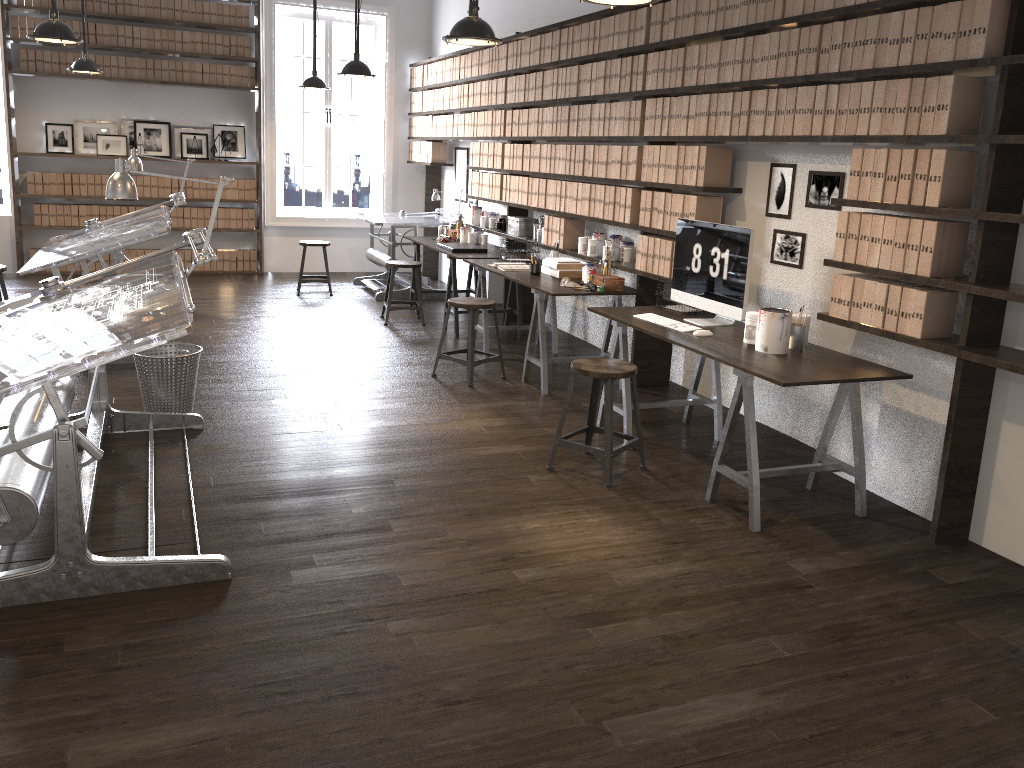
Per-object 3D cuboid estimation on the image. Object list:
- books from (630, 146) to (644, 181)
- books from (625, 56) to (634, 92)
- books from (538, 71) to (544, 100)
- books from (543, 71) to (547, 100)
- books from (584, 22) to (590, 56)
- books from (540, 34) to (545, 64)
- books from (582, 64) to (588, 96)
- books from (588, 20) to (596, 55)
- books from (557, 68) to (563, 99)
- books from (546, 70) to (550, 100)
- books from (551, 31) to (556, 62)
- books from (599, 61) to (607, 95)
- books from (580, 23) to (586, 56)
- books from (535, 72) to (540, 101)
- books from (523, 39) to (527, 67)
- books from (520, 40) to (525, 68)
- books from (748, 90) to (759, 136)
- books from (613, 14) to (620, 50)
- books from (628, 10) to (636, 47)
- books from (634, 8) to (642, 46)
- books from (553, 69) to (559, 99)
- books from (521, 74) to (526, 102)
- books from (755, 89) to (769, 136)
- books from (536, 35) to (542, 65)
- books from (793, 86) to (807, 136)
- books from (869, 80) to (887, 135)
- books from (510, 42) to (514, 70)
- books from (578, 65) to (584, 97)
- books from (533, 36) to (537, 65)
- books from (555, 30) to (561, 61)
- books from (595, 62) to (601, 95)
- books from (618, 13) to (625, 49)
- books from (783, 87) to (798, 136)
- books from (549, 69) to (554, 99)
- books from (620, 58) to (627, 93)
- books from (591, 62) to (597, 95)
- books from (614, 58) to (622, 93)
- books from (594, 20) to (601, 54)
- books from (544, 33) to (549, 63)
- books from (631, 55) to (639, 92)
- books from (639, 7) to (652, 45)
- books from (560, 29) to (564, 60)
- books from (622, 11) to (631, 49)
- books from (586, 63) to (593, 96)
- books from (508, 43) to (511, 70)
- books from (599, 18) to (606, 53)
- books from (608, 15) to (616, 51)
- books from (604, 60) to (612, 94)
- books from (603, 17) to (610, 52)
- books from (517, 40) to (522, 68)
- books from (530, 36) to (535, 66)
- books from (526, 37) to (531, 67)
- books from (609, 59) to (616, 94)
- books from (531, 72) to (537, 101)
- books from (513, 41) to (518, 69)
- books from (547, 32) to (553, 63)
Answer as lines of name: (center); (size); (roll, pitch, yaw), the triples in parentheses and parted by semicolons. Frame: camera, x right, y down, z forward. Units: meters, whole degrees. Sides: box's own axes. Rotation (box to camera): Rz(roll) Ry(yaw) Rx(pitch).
books: (0.850, -1.393, 5.623); (0.174, 0.223, 0.067); (-2, 13, -22)
books: (0.818, -1.967, 5.656); (0.174, 0.223, 0.067); (-2, 13, -22)
books: (0.302, -2.318, 6.917); (0.174, 0.223, 0.067); (-2, 13, -22)
books: (0.334, -2.299, 6.852); (0.174, 0.223, 0.067); (-2, 13, -22)
books: (0.598, -2.393, 6.168); (0.174, 0.223, 0.067); (-2, 13, -22)
books: (0.315, -2.590, 6.875); (0.174, 0.223, 0.067); (-2, 13, -22)
books: (0.589, -2.126, 6.227); (0.174, 0.223, 0.067); (-2, 13, -22)
books: (0.624, -2.375, 6.102); (0.174, 0.223, 0.067); (-2, 13, -22)
books: (0.433, -2.230, 6.603); (0.174, 0.223, 0.067); (-2, 13, -22)
books: (0.357, -2.283, 6.791); (0.174, 0.223, 0.067); (-2, 13, -22)
books: (0.394, -2.536, 6.682); (0.174, 0.223, 0.067); (-2, 13, -22)
books: (0.685, -2.057, 5.978); (0.174, 0.223, 0.067); (-2, 13, -22)
books: (0.578, -2.410, 6.227); (0.174, 0.223, 0.067); (-2, 13, -22)
books: (0.279, -2.337, 6.987); (0.174, 0.223, 0.067); (-2, 13, -22)
books: (0.188, -2.675, 7.182); (0.174, 0.223, 0.067); (-2, 13, -22)
books: (0.164, -2.693, 7.246); (0.174, 0.223, 0.067); (-2, 13, -22)
books: (1.303, -1.372, 4.508); (0.174, 0.223, 0.067); (-2, 13, -22)
books: (0.759, -2.286, 5.782); (0.174, 0.223, 0.067); (-2, 13, -22)
books: (0.835, -2.236, 5.605); (0.174, 0.223, 0.067); (-2, 13, -22)
books: (0.861, -2.219, 5.540); (0.174, 0.223, 0.067); (-2, 13, -22)
books: (0.403, -2.248, 6.667); (0.174, 0.223, 0.067); (-2, 13, -22)
books: (0.169, -2.407, 7.238); (0.174, 0.223, 0.067); (-2, 13, -22)
books: (1.322, -1.355, 4.446); (0.174, 0.223, 0.067); (-2, 13, -22)
books: (0.285, -2.606, 6.933); (0.174, 0.223, 0.067); (-2, 13, -22)
books: (1.432, -1.284, 4.188); (0.174, 0.223, 0.067); (-2, 13, -22)
books: (1.613, -1.160, 3.744); (0.174, 0.223, 0.067); (-2, 13, -22)
books: (0.078, -2.746, 7.438); (0.174, 0.223, 0.067); (-2, 13, -22)
books: (0.565, -2.143, 6.290); (0.174, 0.223, 0.067); (-2, 13, -22)
books: (0.264, -2.623, 6.996); (0.174, 0.223, 0.067); (-2, 13, -22)
books: (0.417, -2.517, 6.612); (0.174, 0.223, 0.067); (-2, 13, -22)
books: (0.665, -2.074, 6.040); (0.174, 0.223, 0.067); (-2, 13, -22)
books: (0.784, -2.270, 5.726); (0.174, 0.223, 0.067); (-2, 13, -22)
books: (1.405, -1.302, 4.256); (0.174, 0.223, 0.067); (-2, 13, -22)
books: (0.376, -2.267, 6.733); (0.174, 0.223, 0.067); (-2, 13, -22)
books: (0.795, -1.986, 5.726); (0.174, 0.223, 0.067); (-2, 13, -22)
books: (0.640, -2.089, 6.096); (0.174, 0.223, 0.067); (-2, 13, -22)
books: (0.765, -2.004, 5.789); (0.174, 0.223, 0.067); (-2, 13, -22)
books: (0.654, -2.357, 6.038); (0.174, 0.223, 0.067); (-2, 13, -22)
books: (0.341, -2.572, 6.810); (0.174, 0.223, 0.067); (-2, 13, -22)
books: (0.851, -1.949, 5.591); (0.174, 0.223, 0.067); (-2, 13, -22)
books: (0.884, -2.200, 5.475); (0.174, 0.223, 0.067); (-2, 13, -22)
books: (0.450, -2.498, 6.547); (0.174, 0.223, 0.067); (-2, 13, -22)
books: (0.804, -2.253, 5.664); (0.174, 0.223, 0.067); (-2, 13, -22)
books: (0.611, -2.108, 6.161); (0.174, 0.223, 0.067); (-2, 13, -22)
books: (0.058, -2.763, 7.497); (0.174, 0.223, 0.067); (-2, 13, -22)
books: (0.684, -2.340, 5.976); (0.174, 0.223, 0.067); (-2, 13, -22)
books: (0.731, -2.304, 5.847); (0.174, 0.223, 0.067); (-2, 13, -22)
books: (0.716, -2.040, 5.919); (0.174, 0.223, 0.067); (-2, 13, -22)
books: (0.708, -2.322, 5.912); (0.174, 0.223, 0.067); (-2, 13, -22)
books: (0.135, -2.710, 7.308); (0.174, 0.223, 0.067); (-2, 13, -22)
books: (0.239, -2.639, 7.052); (0.174, 0.223, 0.067); (-2, 13, -22)
books: (0.211, -2.657, 7.117); (0.174, 0.223, 0.067); (-2, 13, -22)
books: (0.742, -2.022, 5.855); (0.174, 0.223, 0.067); (-2, 13, -22)
books: (0.248, -2.355, 7.050); (0.174, 0.223, 0.067); (-2, 13, -22)
books: (0.104, -2.728, 7.372); (0.174, 0.223, 0.067); (-2, 13, -22)
books: (0.364, -2.554, 6.745); (0.174, 0.223, 0.067); (-2, 13, -22)
